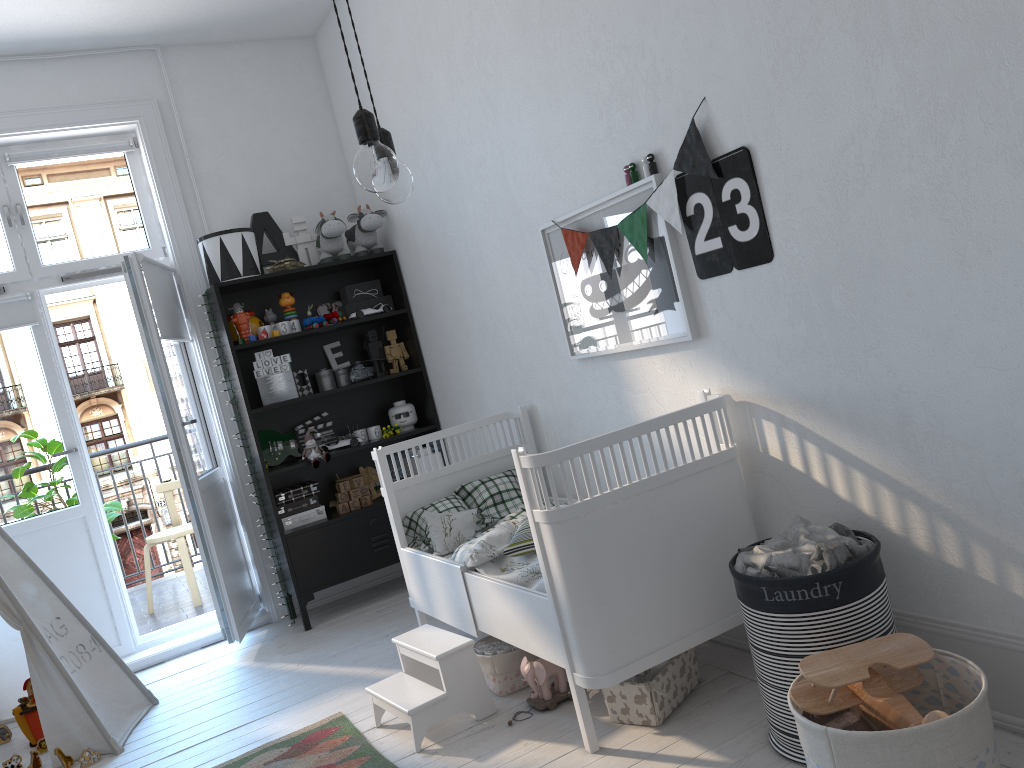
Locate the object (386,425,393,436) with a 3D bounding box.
[{"bbox_3d":[-0.625,0.237,4.524,0.042,0.054,0.031,-16,4,-26],"label":"object"}]

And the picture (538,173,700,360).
[{"bbox_3d":[0.323,-0.349,2.894,0.030,0.493,0.703,-16,4,-27],"label":"picture"}]

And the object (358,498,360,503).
[{"bbox_3d":[-0.798,0.599,4.466,0.050,0.050,0.050,-16,4,-27],"label":"object"}]

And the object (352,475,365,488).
[{"bbox_3d":[-0.769,0.490,4.443,0.050,0.050,0.050,-14,3,-7],"label":"object"}]

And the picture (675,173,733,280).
[{"bbox_3d":[0.531,-0.445,2.464,0.010,0.302,0.152,-16,4,-27],"label":"picture"}]

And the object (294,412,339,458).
[{"bbox_3d":[-0.996,0.256,4.513,0.200,0.199,0.048,-16,4,-27],"label":"object"}]

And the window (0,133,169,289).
[{"bbox_3d":[-2.350,-0.792,4.186,1.262,0.661,0.101,-16,4,-27],"label":"window"}]

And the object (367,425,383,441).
[{"bbox_3d":[-0.694,0.249,4.489,0.067,0.067,0.067,-15,3,-13],"label":"object"}]

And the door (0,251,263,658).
[{"bbox_3d":[-1.947,0.406,4.040,1.262,1.839,0.637,-15,4,-25],"label":"door"}]

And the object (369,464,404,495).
[{"bbox_3d":[-0.690,0.519,4.714,0.346,0.120,0.034,-15,4,-27],"label":"object"}]

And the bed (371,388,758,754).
[{"bbox_3d":[0.127,0.531,2.993,0.670,0.833,1.404,-16,4,-27],"label":"bed"}]

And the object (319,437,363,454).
[{"bbox_3d":[-0.855,0.303,4.414,0.230,0.048,0.098,-14,3,-2],"label":"object"}]

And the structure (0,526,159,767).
[{"bbox_3d":[-2.183,0.619,3.312,1.144,1.750,1.141,-11,4,39],"label":"structure"}]

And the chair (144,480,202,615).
[{"bbox_3d":[-2.006,0.954,5.407,0.437,0.716,0.497,-13,4,18],"label":"chair"}]

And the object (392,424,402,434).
[{"bbox_3d":[-0.586,0.228,4.511,0.042,0.054,0.031,-13,4,18],"label":"object"}]

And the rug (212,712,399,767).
[{"bbox_3d":[-0.698,1.221,1.851,1.318,0.016,2.029,-15,3,-26],"label":"rug"}]

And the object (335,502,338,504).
[{"bbox_3d":[-0.849,0.613,4.440,0.050,0.050,0.050,-16,4,-27],"label":"object"}]

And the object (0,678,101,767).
[{"bbox_3d":[-1.763,1.259,3.386,0.384,0.284,0.857,-16,4,-35],"label":"object"}]

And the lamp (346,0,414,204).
[{"bbox_3d":[-0.889,-0.958,1.922,1.382,1.530,0.074,-11,4,38],"label":"lamp"}]

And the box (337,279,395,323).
[{"bbox_3d":[-0.764,-0.431,4.613,0.251,0.189,0.179,-16,4,-27],"label":"box"}]

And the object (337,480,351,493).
[{"bbox_3d":[-0.836,0.509,4.405,0.050,0.050,0.050,-16,4,-27],"label":"object"}]

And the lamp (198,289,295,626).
[{"bbox_3d":[-0.906,0.260,4.520,0.984,1.685,0.095,-16,4,-29],"label":"lamp"}]

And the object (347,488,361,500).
[{"bbox_3d":[-0.785,0.547,4.415,0.050,0.050,0.050,-16,4,-27],"label":"object"}]

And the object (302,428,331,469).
[{"bbox_3d":[-0.943,0.307,4.238,0.110,0.186,0.129,-17,4,-40],"label":"object"}]

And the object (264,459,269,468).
[{"bbox_3d":[-1.212,0.392,4.340,0.042,0.054,0.031,-15,4,-17],"label":"object"}]

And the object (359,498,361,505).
[{"bbox_3d":[-0.749,0.585,4.496,0.050,0.050,0.050,-16,4,-27],"label":"object"}]

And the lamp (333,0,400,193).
[{"bbox_3d":[-0.897,-0.948,1.784,1.382,1.530,0.074,-11,4,38],"label":"lamp"}]

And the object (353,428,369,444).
[{"bbox_3d":[-0.766,0.266,4.504,0.067,0.067,0.067,-15,3,-13],"label":"object"}]

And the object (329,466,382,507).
[{"bbox_3d":[-0.788,0.523,4.565,0.337,0.186,0.111,-15,4,-12],"label":"object"}]

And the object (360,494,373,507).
[{"bbox_3d":[-0.729,0.583,4.441,0.050,0.050,0.050,-14,3,3],"label":"object"}]

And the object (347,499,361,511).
[{"bbox_3d":[-0.786,0.599,4.411,0.050,0.050,0.050,-15,4,-22],"label":"object"}]

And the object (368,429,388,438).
[{"bbox_3d":[-0.722,0.264,4.650,0.163,0.034,0.069,-15,4,-27],"label":"object"}]

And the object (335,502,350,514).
[{"bbox_3d":[-0.837,0.613,4.385,0.050,0.050,0.050,-16,4,-27],"label":"object"}]

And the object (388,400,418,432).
[{"bbox_3d":[-0.568,0.168,4.615,0.139,0.162,0.139,-11,4,38],"label":"object"}]

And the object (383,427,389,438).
[{"bbox_3d":[-0.638,0.243,4.458,0.031,0.054,0.042,-12,4,23],"label":"object"}]

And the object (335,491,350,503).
[{"bbox_3d":[-0.843,0.562,4.407,0.050,0.050,0.050,-16,4,-27],"label":"object"}]

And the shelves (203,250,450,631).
[{"bbox_3d":[-0.854,0.254,4.476,0.910,1.678,0.353,-16,4,-27],"label":"shelves"}]

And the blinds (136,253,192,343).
[{"bbox_3d":[-1.628,-0.392,4.186,0.032,0.391,0.565,-14,3,-7],"label":"blinds"}]

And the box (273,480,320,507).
[{"bbox_3d":[-1.073,0.539,4.372,0.215,0.062,0.179,-15,4,-27],"label":"box"}]

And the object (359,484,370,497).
[{"bbox_3d":[-0.751,0.536,4.463,0.050,0.050,0.050,-16,4,-27],"label":"object"}]

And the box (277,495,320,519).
[{"bbox_3d":[-1.074,0.602,4.366,0.215,0.062,0.179,-15,4,-27],"label":"box"}]

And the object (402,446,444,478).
[{"bbox_3d":[-0.463,0.429,4.636,0.132,0.199,0.267,-16,4,-27],"label":"object"}]

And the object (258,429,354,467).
[{"bbox_3d":[-1.036,0.298,4.520,0.542,0.239,0.093,-15,4,-26],"label":"object"}]

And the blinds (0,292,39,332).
[{"bbox_3d":[-2.497,-0.290,4.059,0.565,0.158,0.032,-15,4,-27],"label":"blinds"}]

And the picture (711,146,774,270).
[{"bbox_3d":[0.599,-0.456,2.326,0.013,0.305,0.153,-16,4,-27],"label":"picture"}]

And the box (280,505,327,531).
[{"bbox_3d":[-1.043,0.657,4.378,0.215,0.062,0.179,-15,4,-27],"label":"box"}]

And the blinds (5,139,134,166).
[{"bbox_3d":[-2.132,-1.123,4.293,0.565,0.060,0.032,-15,4,-27],"label":"blinds"}]
